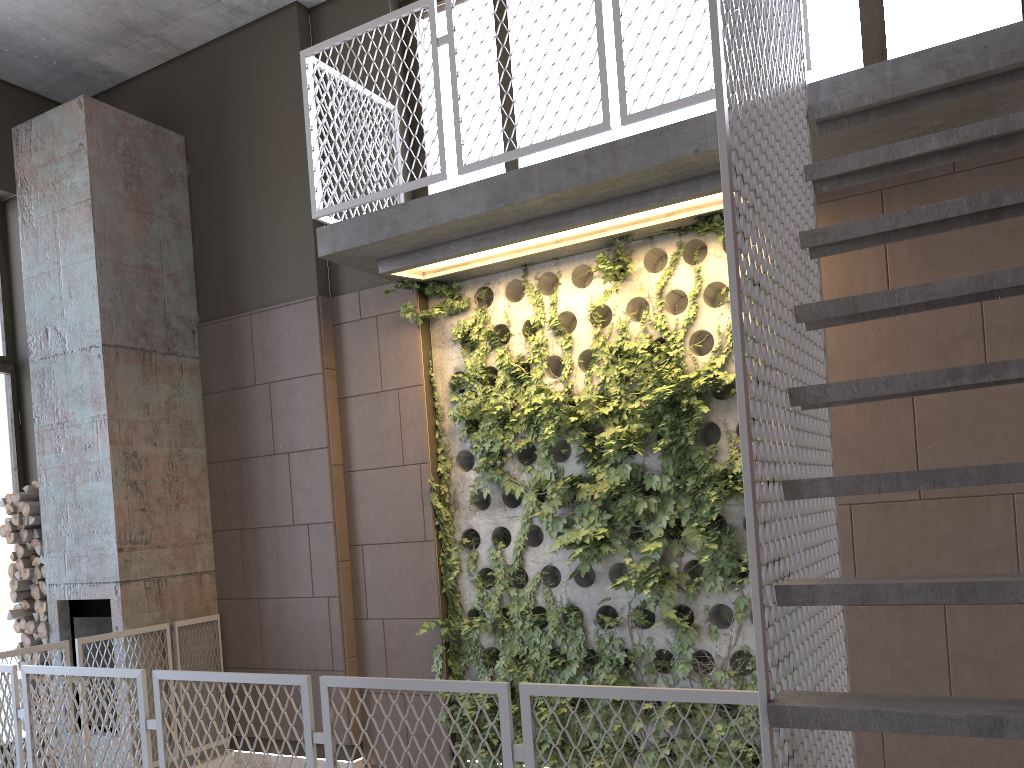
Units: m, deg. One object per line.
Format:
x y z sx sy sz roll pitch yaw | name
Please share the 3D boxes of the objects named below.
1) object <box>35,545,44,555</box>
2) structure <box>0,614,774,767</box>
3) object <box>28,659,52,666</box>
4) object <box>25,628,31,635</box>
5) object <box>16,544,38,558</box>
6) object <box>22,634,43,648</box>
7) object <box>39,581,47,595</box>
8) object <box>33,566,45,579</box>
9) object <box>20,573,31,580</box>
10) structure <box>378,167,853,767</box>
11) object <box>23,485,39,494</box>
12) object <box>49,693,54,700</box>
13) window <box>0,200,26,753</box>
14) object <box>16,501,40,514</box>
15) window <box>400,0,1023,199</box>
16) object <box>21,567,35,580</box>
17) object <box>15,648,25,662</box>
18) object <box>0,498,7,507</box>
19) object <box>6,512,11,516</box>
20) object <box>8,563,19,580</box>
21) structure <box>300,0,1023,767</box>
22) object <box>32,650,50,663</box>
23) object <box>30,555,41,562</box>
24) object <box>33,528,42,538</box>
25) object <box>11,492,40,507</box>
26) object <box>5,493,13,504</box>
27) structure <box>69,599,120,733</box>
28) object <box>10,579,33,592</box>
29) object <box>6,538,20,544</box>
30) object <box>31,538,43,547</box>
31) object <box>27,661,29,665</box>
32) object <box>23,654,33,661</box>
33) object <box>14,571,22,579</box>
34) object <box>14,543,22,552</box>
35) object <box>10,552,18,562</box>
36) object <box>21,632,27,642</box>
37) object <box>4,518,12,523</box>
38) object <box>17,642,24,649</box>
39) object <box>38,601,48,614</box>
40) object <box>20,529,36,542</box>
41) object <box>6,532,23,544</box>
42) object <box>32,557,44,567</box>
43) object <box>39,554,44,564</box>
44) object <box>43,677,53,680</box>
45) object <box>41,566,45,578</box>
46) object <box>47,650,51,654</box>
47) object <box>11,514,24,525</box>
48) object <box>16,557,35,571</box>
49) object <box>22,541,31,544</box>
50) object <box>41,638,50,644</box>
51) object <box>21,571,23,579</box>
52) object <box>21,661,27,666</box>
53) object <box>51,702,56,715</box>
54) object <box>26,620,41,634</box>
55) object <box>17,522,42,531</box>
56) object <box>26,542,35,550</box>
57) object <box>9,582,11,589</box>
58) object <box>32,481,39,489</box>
-3.266 1.210 6.404 0.067 0.084 0.426 -6 -8 26 | object
-0.666 1.756 4.476 4.459 0.929 1.931 -9 -8 29 | structure
-3.304 2.031 6.464 0.094 0.083 0.481 -7 -8 28 | object
-3.413 1.796 6.473 0.089 0.056 0.333 -7 -9 28 | object
-3.475 1.215 6.448 0.099 0.106 0.295 -6 -7 30 | object
-3.427 1.869 6.450 0.099 0.106 0.295 -6 -7 30 | object
-3.230 1.465 6.358 0.089 0.107 0.366 -6 -8 28 | object
-3.270 1.367 6.437 0.091 0.089 0.456 -6 -8 28 | object
-3.375 1.383 6.453 0.115 0.079 0.436 -7 -9 28 | object
0.482 0.757 4.972 2.643 3.805 1.002 -6 -1 29 | structure
-3.402 0.782 6.440 0.065 0.072 0.360 -6 -8 27 | object
-3.161 2.226 6.398 0.072 0.072 0.424 -6 -8 28 | object
-5.961 0.240 2.709 0.210 4.139 9.235 -4 -6 27 | window
-3.411 0.895 6.400 0.104 0.083 0.364 -7 -8 28 | object
0.906 -1.880 4.929 3.591 1.742 0.109 -8 -2 29 | window
-3.352 1.377 6.462 0.094 0.083 0.481 -7 -8 28 | object
-3.503 1.992 6.533 0.089 0.107 0.366 -6 -8 28 | object
-3.586 0.875 6.521 0.068 0.068 0.424 -6 -8 28 | object
-3.561 0.946 6.541 0.123 0.068 0.364 -8 -9 30 | object
-3.563 1.384 6.540 0.064 0.124 0.365 -5 -7 27 | object
0.406 0.005 3.707 3.707 4.295 3.036 -6 -3 29 | structure
-3.262 1.956 6.415 0.091 0.089 0.456 -7 -8 30 | object
-3.372 1.300 6.509 0.102 0.086 0.364 -7 -8 28 | object
-3.295 1.084 6.432 0.067 0.070 0.424 -6 -8 28 | object
-3.479 0.840 6.397 0.104 0.102 0.293 -6 -8 28 | object
-3.518 0.854 6.516 0.091 0.090 0.457 -6 -8 27 | object
-2.825 1.936 6.058 0.579 0.924 0.056 -5 0 29 | structure
-3.439 1.463 6.465 0.094 0.083 0.481 -7 -8 28 | object
-3.530 1.141 6.504 0.067 0.067 0.424 -6 -8 28 | object
-3.308 1.148 6.411 0.123 0.067 0.364 -8 -9 30 | object
-3.369 2.052 6.503 0.067 0.067 0.424 -6 -8 28 | object
-3.404 1.978 6.526 0.093 0.093 0.438 -6 -8 28 | object
-3.487 1.407 6.540 0.068 0.066 0.424 -6 -8 28 | object
-3.537 1.222 6.533 0.101 0.102 0.293 -7 -8 30 | object
-3.558 1.261 6.451 0.045 0.072 0.252 -5 -7 28 | object
-3.489 1.877 6.535 0.101 0.102 0.293 -7 -8 30 | object
-3.550 1.015 6.525 0.066 0.086 0.426 -6 -8 26 | object
-3.510 1.915 6.453 0.045 0.072 0.252 -5 -7 28 | object
-3.192 1.598 6.381 0.094 0.083 0.481 -7 -8 28 | object
-3.370 1.100 6.441 0.091 0.089 0.457 -6 -8 27 | object
-3.466 1.121 6.465 0.094 0.083 0.481 -7 -8 28 | object
-3.288 1.298 6.449 0.115 0.079 0.436 -7 -9 28 | object
-3.232 1.261 6.395 0.072 0.072 0.424 -6 -8 28 | object
-3.198 2.093 6.429 0.091 0.089 0.456 -6 -8 28 | object
-3.197 1.347 6.391 0.092 0.091 0.438 -6 -8 28 | object
-3.168 1.888 6.379 0.067 0.084 0.426 -6 -8 26 | object
-3.420 0.989 6.449 0.094 0.082 0.481 -7 -8 28 | object
-3.452 1.324 6.524 0.093 0.093 0.438 -6 -8 28 | object
-3.461 1.142 6.471 0.089 0.056 0.333 -7 -9 28 | object
-3.218 1.864 6.406 0.067 0.084 0.426 -6 -8 26 | object
-3.417 1.398 6.501 0.067 0.067 0.424 -6 -8 28 | object
-3.439 2.061 6.542 0.068 0.066 0.424 -6 -8 28 | object
-3.126 2.318 6.394 0.092 0.091 0.438 -6 -8 28 | object
-3.322 1.755 6.443 0.091 0.089 0.457 -6 -8 27 | object
-3.402 1.041 6.453 0.115 0.079 0.436 -7 -9 28 | object
-3.393 1.175 6.464 0.065 0.074 0.360 -6 -8 27 | object
-3.503 1.483 6.504 0.067 0.067 0.424 -6 -8 28 | object
-3.338 0.738 6.433 0.088 0.055 0.333 -7 -9 28 | object
